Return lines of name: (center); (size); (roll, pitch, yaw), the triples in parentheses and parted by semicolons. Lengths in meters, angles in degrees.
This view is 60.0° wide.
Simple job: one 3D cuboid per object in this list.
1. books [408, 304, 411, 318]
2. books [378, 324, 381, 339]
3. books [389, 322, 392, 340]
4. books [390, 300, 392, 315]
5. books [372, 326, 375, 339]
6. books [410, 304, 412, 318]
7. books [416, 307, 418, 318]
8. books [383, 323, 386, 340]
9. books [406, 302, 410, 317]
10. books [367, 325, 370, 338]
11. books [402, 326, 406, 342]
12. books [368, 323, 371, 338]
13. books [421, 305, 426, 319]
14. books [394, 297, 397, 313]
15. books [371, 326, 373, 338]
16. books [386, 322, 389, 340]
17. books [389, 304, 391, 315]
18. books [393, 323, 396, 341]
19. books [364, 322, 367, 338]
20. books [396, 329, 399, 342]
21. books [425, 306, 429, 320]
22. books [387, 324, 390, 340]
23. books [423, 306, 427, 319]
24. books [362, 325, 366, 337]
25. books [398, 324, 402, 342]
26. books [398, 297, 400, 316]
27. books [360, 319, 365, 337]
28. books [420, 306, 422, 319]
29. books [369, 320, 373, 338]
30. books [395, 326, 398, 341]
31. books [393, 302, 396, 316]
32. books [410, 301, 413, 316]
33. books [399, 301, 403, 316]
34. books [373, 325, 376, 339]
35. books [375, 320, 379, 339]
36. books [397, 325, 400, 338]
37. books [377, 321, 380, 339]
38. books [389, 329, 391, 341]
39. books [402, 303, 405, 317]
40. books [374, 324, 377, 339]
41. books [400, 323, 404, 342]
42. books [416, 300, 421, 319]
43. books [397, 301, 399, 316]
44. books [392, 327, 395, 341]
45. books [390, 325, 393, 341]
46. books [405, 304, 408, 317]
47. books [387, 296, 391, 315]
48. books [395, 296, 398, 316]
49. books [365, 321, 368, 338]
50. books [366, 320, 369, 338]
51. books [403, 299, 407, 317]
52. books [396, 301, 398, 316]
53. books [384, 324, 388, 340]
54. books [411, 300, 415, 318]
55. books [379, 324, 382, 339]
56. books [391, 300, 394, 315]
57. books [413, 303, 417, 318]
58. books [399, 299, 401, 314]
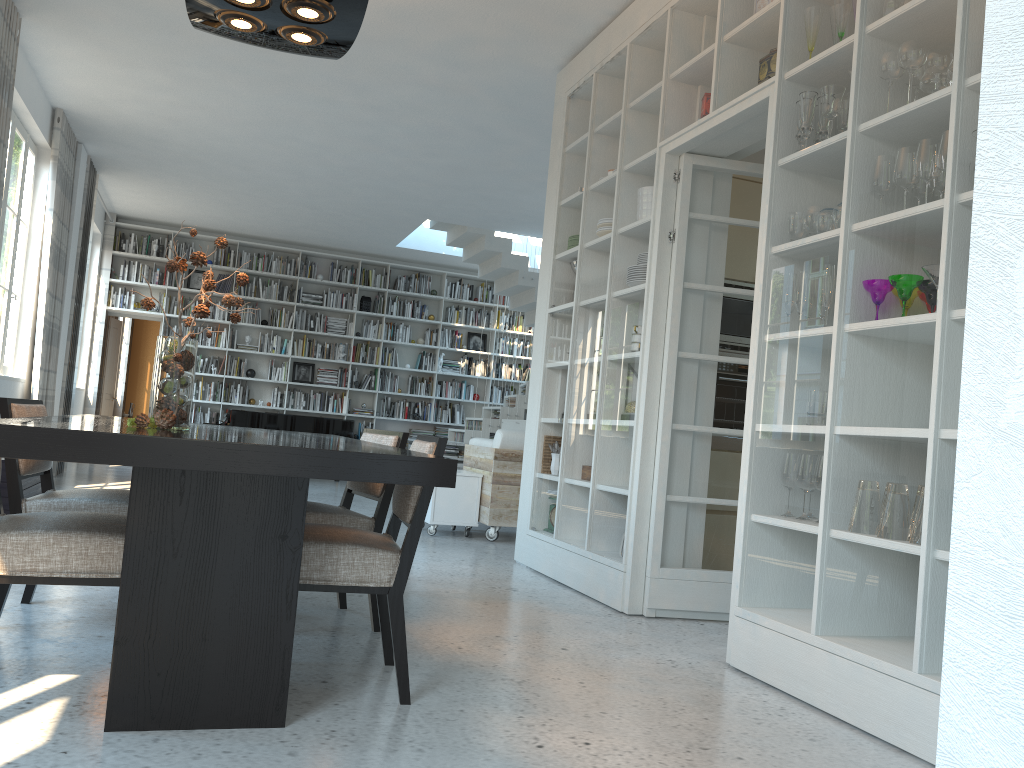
books: (-1.518, -1.059, 13.027); (0.021, 0.209, 0.181); (6, -3, -19)
books: (-1.941, -0.746, 12.876); (0.028, 0.229, 0.176); (6, -3, -19)
books: (-1.786, -0.755, 12.972); (0.014, 0.283, 0.135); (6, -3, -19)
books: (-1.784, -1.102, 12.962); (0.012, 0.239, 0.138); (6, -3, -19)
books: (-2.029, -0.739, 12.855); (0.027, 0.196, 0.185); (6, -3, -19)
books: (-1.507, -1.063, 13.046); (0.011, 0.222, 0.159); (6, -3, -19)
books: (-1.422, -1.034, 13.075); (0.027, 0.181, 0.176); (6, -3, -19)
books: (-1.884, -0.751, 12.904); (0.028, 0.251, 0.190); (6, -3, -19)
books: (-1.542, -1.074, 13.035); (0.023, 0.236, 0.149); (6, -3, -19)
books: (-2.096, -0.751, 12.845); (0.023, 0.207, 0.171); (6, -3, -19)
books: (-1.602, -0.717, 13.003); (0.025, 0.244, 0.183); (6, -3, -19)
books: (-2.079, -0.764, 12.846); (0.023, 0.236, 0.178); (6, -3, -19)
books: (-1.322, -1.050, 13.099); (0.054, 0.235, 0.171); (6, -3, -19)
books: (-1.720, -1.117, 12.977); (0.011, 0.283, 0.173); (6, -3, -19)
books: (-2.046, -0.740, 12.846); (0.024, 0.195, 0.173); (6, -3, -19)
books: (-1.829, -0.758, 12.944); (0.014, 0.278, 0.154); (6, -3, -19)
books: (-1.795, -1.123, 12.965); (0.011, 0.280, 0.133); (6, -3, -19)
books: (-1.725, -0.749, 12.953); (0.014, 0.280, 0.177); (6, -3, -19)
books: (-2.137, -0.773, 12.837); (0.024, 0.242, 0.159); (6, -3, -19)
books: (-1.694, -0.701, 12.979); (0.025, 0.194, 0.171); (6, -3, -19)
books: (-1.275, -1.041, 13.144); (0.026, 0.229, 0.140); (6, -3, -19)
books: (-1.811, -0.741, 12.933); (0.014, 0.247, 0.176); (6, -3, -19)
books: (-1.305, -1.038, 13.115); (0.048, 0.216, 0.182); (6, -3, -19)
books: (-2.150, -0.747, 12.810); (0.028, 0.185, 0.181); (6, -3, -19)
books: (-1.648, -0.732, 12.976); (0.030, 0.263, 0.182); (6, -3, -19)
books: (-1.675, -1.118, 13.002); (0.021, 0.296, 0.138); (6, -3, -19)
books: (-2.165, -0.798, 12.829); (0.018, 0.285, 0.159); (6, -3, -19)
books: (-1.366, -1.043, 13.096); (0.030, 0.213, 0.156); (6, -3, -19)
books: (-2.054, -0.782, 12.832); (0.028, 0.275, 0.187); (6, -3, -19)
books: (-1.711, -0.725, 12.964); (0.022, 0.237, 0.164); (6, -3, -19)
books: (-1.735, -1.082, 12.953); (0.026, 0.207, 0.181); (6, -3, -19)
books: (-1.494, -1.083, 13.052); (0.012, 0.264, 0.156); (6, -3, -19)
books: (-1.638, -1.088, 12.996); (0.027, 0.241, 0.160); (6, -3, -19)
books: (-2.009, -0.744, 12.862); (0.029, 0.211, 0.158); (6, -3, -19)
books: (-1.974, -0.781, 12.884); (0.028, 0.293, 0.154); (6, -3, -19)
books: (-1.676, -0.730, 12.992); (0.011, 0.256, 0.131); (6, -3, -19)
books: (-1.960, -0.771, 12.887); (0.025, 0.277, 0.173); (6, -3, -19)
books: (-1.802, -0.705, 12.948); (0.021, 0.179, 0.136); (6, -3, -19)
books: (-1.607, -1.074, 13.030); (0.028, 0.223, 0.142); (6, -3, -19)
books: (-1.993, -0.753, 12.876); (0.024, 0.234, 0.149); (6, -3, -19)
books: (-1.629, -0.744, 13.010); (0.027, 0.295, 0.159); (6, -3, -19)
books: (-1.386, -1.083, 13.075); (0.029, 0.285, 0.183); (6, -3, -19)
books: (-1.689, -1.090, 12.990); (0.012, 0.235, 0.165); (6, -3, -19)
books: (-1.753, -0.718, 12.964); (0.026, 0.215, 0.161); (6, -3, -19)
books: (-1.769, -0.731, 12.956); (0.013, 0.236, 0.157); (6, -3, -19)
books: (-1.569, -1.066, 13.038); (0.025, 0.216, 0.144); (6, -3, -19)
books: (-1.799, -1.127, 12.943); (0.012, 0.285, 0.159); (6, -3, -19)
books: (-1.705, -1.128, 12.976); (0.014, 0.306, 0.152); (6, -3, -19)
books: (-2.118, -0.775, 12.838); (0.028, 0.250, 0.164); (6, -3, -19)
books: (-2.104, -0.786, 12.844); (0.019, 0.275, 0.146); (6, -3, -19)
books: (-1.584, -1.102, 13.035); (0.013, 0.284, 0.154); (6, -3, -19)
books: (-1.695, -1.107, 12.978); (0.010, 0.268, 0.166); (6, -3, -19)
books: (-1.852, -0.742, 12.940); (0.030, 0.242, 0.138); (6, -3, -19)
books: (-1.469, -1.090, 13.075); (0.012, 0.285, 0.159); (6, -3, -19)
books: (-1.928, -0.748, 12.897); (0.026, 0.237, 0.173); (6, -3, -19)
books: (-1.764, -1.102, 12.963); (0.026, 0.243, 0.148); (6, -3, -19)
books: (-1.445, -1.065, 13.063); (0.030, 0.238, 0.185); (6, -3, -19)
books: (-1.663, -1.106, 13.013); (0.012, 0.276, 0.133); (6, -3, -19)
